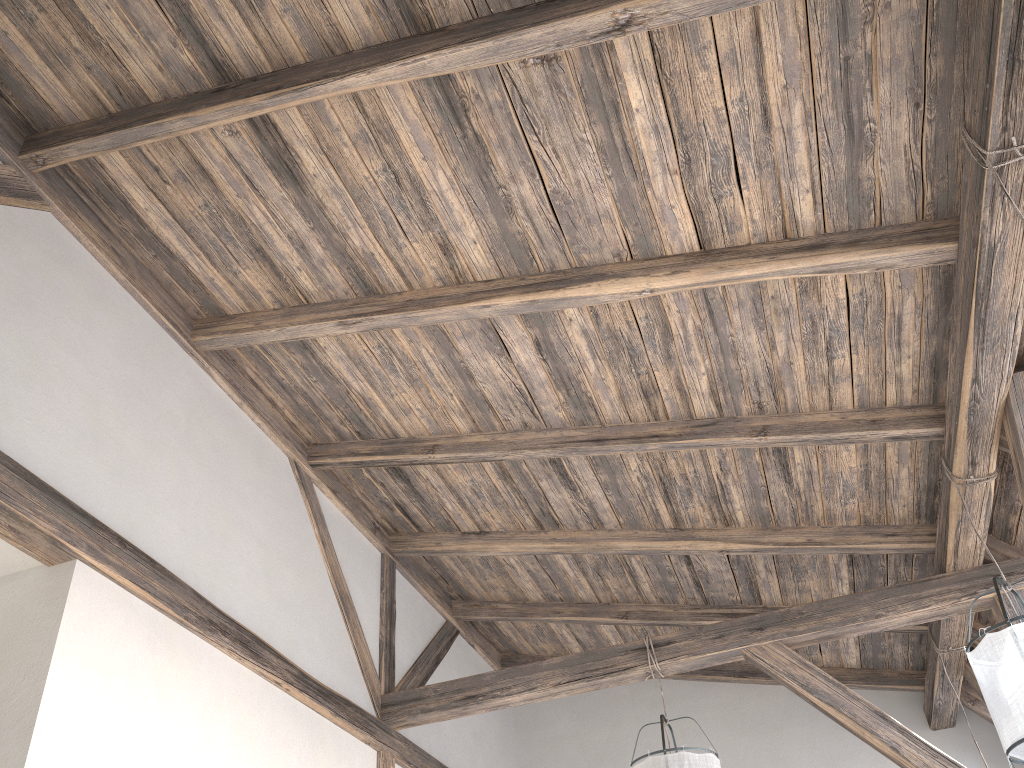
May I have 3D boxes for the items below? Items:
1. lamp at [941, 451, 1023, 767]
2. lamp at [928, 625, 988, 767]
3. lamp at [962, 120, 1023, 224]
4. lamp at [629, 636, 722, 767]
[{"bbox_3d":[1.717,0.737,3.030,0.407,1.225,0.425,-1,-38,-6],"label":"lamp"},{"bbox_3d":[2.279,1.827,4.244,0.413,1.425,0.419,16,-43,-25],"label":"lamp"},{"bbox_3d":[1.226,0.026,1.694,0.413,1.780,0.419,16,-42,-25],"label":"lamp"},{"bbox_3d":[0.731,1.696,4.027,0.405,1.017,0.427,16,-43,-25],"label":"lamp"}]
